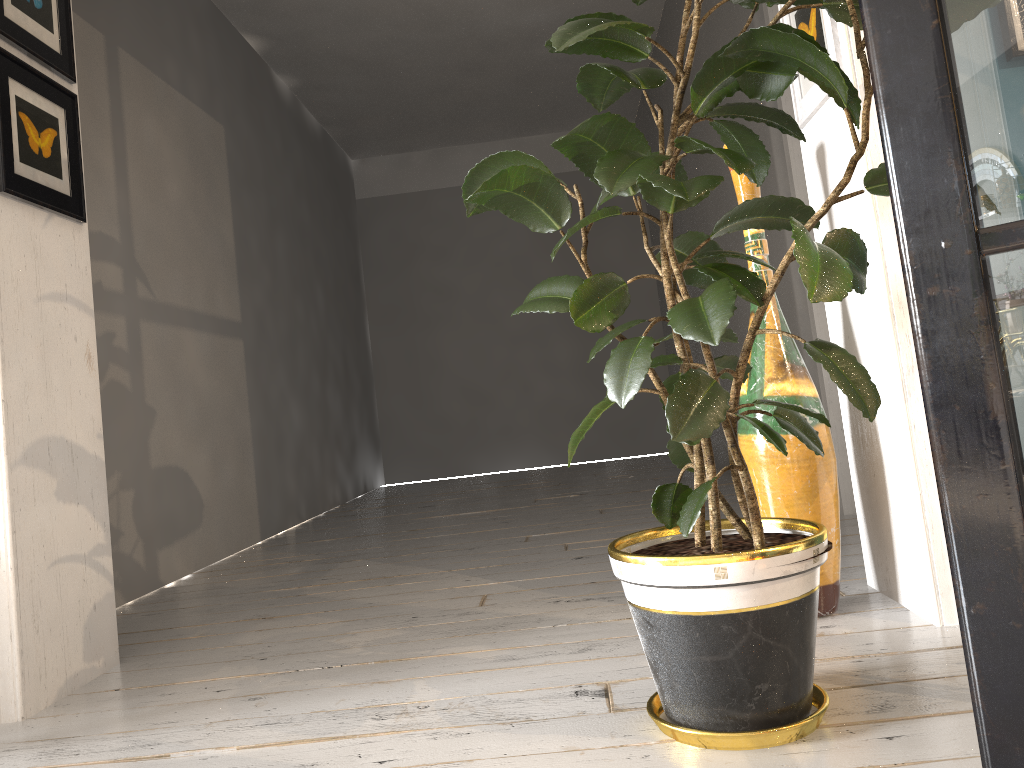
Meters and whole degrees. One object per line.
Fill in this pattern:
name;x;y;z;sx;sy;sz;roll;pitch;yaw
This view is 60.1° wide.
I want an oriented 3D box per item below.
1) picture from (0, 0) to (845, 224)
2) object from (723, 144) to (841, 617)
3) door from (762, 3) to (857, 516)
picture;-0.260;-0.929;2.212;1.944;0.757;0.357;-7;-5;3
object;0.619;-0.032;2.088;0.216;1.130;0.214;-6;-5;-3
door;1.177;-0.672;2.983;0.178;2.320;1.032;-7;-5;3
